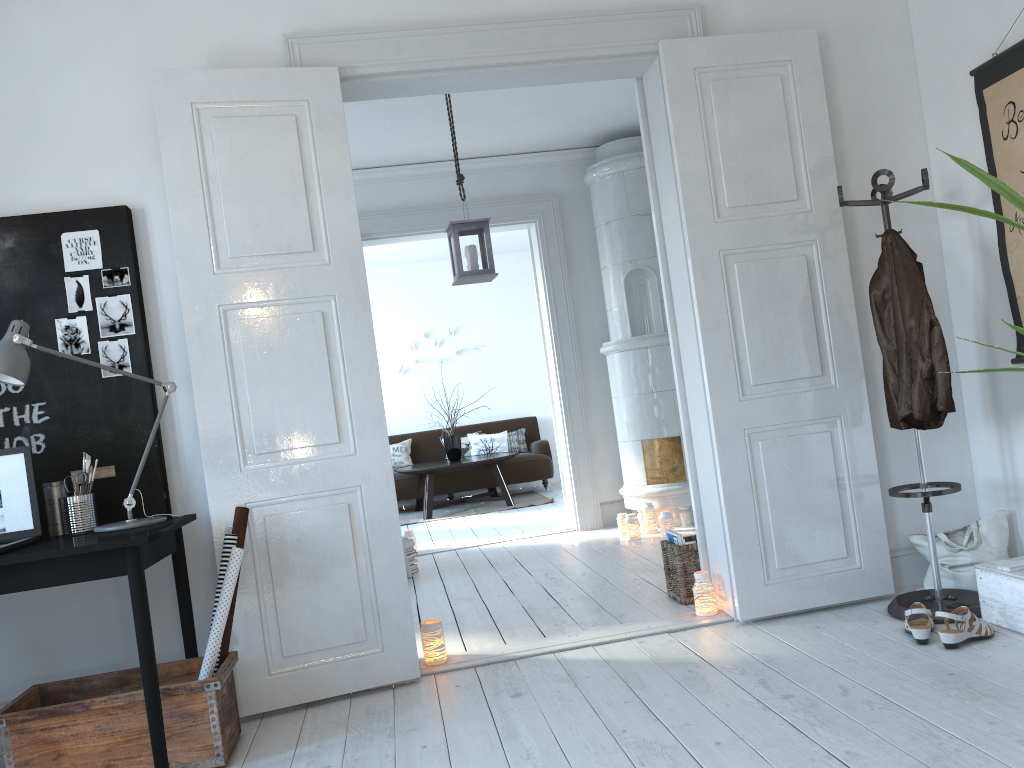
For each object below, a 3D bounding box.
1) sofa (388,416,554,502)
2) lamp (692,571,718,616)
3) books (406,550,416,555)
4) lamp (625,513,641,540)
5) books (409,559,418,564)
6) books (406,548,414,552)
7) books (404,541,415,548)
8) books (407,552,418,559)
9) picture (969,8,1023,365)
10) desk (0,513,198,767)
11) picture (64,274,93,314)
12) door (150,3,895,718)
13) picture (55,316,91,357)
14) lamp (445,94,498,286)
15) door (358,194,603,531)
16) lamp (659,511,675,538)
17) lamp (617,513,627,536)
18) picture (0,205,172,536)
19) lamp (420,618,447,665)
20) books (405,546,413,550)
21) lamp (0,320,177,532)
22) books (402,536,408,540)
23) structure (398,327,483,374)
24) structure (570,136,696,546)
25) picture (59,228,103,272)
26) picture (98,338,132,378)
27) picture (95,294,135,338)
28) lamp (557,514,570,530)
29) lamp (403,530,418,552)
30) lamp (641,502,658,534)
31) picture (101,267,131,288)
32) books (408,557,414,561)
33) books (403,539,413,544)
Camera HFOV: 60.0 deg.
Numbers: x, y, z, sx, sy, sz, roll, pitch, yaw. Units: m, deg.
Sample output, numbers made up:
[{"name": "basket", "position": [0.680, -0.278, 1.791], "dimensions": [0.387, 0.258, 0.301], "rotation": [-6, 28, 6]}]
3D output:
[{"name": "sofa", "position": [-0.666, 0.904, 9.946], "dimensions": [2.164, 0.824, 0.969], "rotation": [-8, -1, -8]}, {"name": "lamp", "position": [0.806, 0.878, 3.717], "dimensions": [0.092, 0.179, 0.093], "rotation": [-8, -1, -25]}, {"name": "books", "position": [-0.735, 1.101, 5.771], "dimensions": [0.179, 0.016, 0.128], "rotation": [-9, -2, 35]}, {"name": "lamp", "position": [0.800, 0.947, 5.882], "dimensions": [0.089, 0.166, 0.089], "rotation": [-8, -1, -7]}, {"name": "books", "position": [-0.729, 1.164, 5.765], "dimensions": [0.187, 0.017, 0.132], "rotation": [-9, -2, 29]}, {"name": "books", "position": [-0.741, 1.084, 5.769], "dimensions": [0.128, 0.016, 0.177], "rotation": [-7, -2, -42]}, {"name": "books", "position": [-0.737, 1.045, 5.762], "dimensions": [0.128, 0.026, 0.200], "rotation": [-7, -2, -37]}, {"name": "books", "position": [-0.730, 1.121, 5.762], "dimensions": [0.193, 0.022, 0.128], "rotation": [-8, -2, 24]}, {"name": "picture", "position": [1.892, -0.743, 3.005], "dimensions": [0.057, 1.313, 0.793], "rotation": [-8, -1, -8]}, {"name": "desk", "position": [-1.608, 0.902, 2.780], "dimensions": [1.159, 0.759, 0.651], "rotation": [-8, -1, -8]}, {"name": "picture", "position": [-1.573, -0.327, 3.217], "dimensions": [0.083, 0.146, 0.002], "rotation": [-8, 0, -8]}, {"name": "door", "position": [0.089, -0.189, 3.619], "dimensions": [2.598, 2.505, 0.578], "rotation": [-8, 0, -8]}, {"name": "picture", "position": [-1.589, -0.171, 3.209], "dimensions": [0.107, 0.150, 0.001], "rotation": [-8, 0, -8]}, {"name": "lamp", "position": [-0.327, -1.449, 4.951], "dimensions": [0.228, 1.762, 0.228], "rotation": [-8, 0, -12]}, {"name": "door", "position": [-0.333, -0.057, 6.604], "dimensions": [2.598, 2.505, 0.578], "rotation": [-8, 0, -8]}, {"name": "lamp", "position": [1.012, 0.916, 5.798], "dimensions": [0.089, 0.166, 0.089], "rotation": [-8, -1, -9]}, {"name": "lamp", "position": [0.770, 0.967, 6.111], "dimensions": [0.084, 0.146, 0.084], "rotation": [-8, -1, -4]}, {"name": "picture", "position": [-1.804, -0.015, 3.206], "dimensions": [0.952, 1.172, 0.064], "rotation": [-8, 0, -8]}, {"name": "lamp", "position": [-0.313, 1.031, 3.543], "dimensions": [0.089, 0.166, 0.089], "rotation": [-8, -1, -16]}, {"name": "books", "position": [-0.743, 1.068, 5.766], "dimensions": [0.128, 0.016, 0.181], "rotation": [-7, -2, -37]}, {"name": "lamp", "position": [-1.411, 0.138, 2.951], "dimensions": [0.616, 0.716, 0.230], "rotation": [-7, -1, -37]}, {"name": "books", "position": [-0.759, 1.011, 5.775], "dimensions": [0.111, 0.014, 0.157], "rotation": [-7, -2, -29]}, {"name": "structure", "position": [-0.855, -0.413, 10.422], "dimensions": [1.025, 0.478, 0.085], "rotation": [-8, 0, -8]}, {"name": "structure", "position": [0.891, -0.314, 6.235], "dimensions": [0.801, 2.827, 1.246], "rotation": [-8, -1, 37]}, {"name": "picture", "position": [-1.561, -0.490, 3.222], "dimensions": [0.147, 0.154, 0.004], "rotation": [-8, 0, -8]}, {"name": "picture", "position": [-1.446, -0.097, 3.228], "dimensions": [0.103, 0.136, 0.001], "rotation": [-8, 0, -8]}, {"name": "picture", "position": [-1.446, -0.251, 3.232], "dimensions": [0.121, 0.153, 0.002], "rotation": [-8, 0, -8]}, {"name": "lamp", "position": [0.389, 1.042, 6.690], "dimensions": [0.093, 0.110, 0.093], "rotation": [-8, -1, 9]}, {"name": "lamp", "position": [-0.749, 1.165, 6.537], "dimensions": [0.089, 0.166, 0.089], "rotation": [-8, -1, -9]}, {"name": "lamp", "position": [0.933, 0.910, 6.036], "dimensions": [0.098, 0.210, 0.098], "rotation": [-8, -1, -4]}, {"name": "picture", "position": [-1.446, -0.390, 3.236], "dimensions": [0.095, 0.071, 0.001], "rotation": [-8, 0, -8]}, {"name": "books", "position": [-0.741, 1.146, 5.768], "dimensions": [0.167, 0.022, 0.128], "rotation": [-8, -2, 26]}, {"name": "books", "position": [-0.746, 1.025, 5.764], "dimensions": [0.132, 0.017, 0.187], "rotation": [-7, -2, -35]}]
